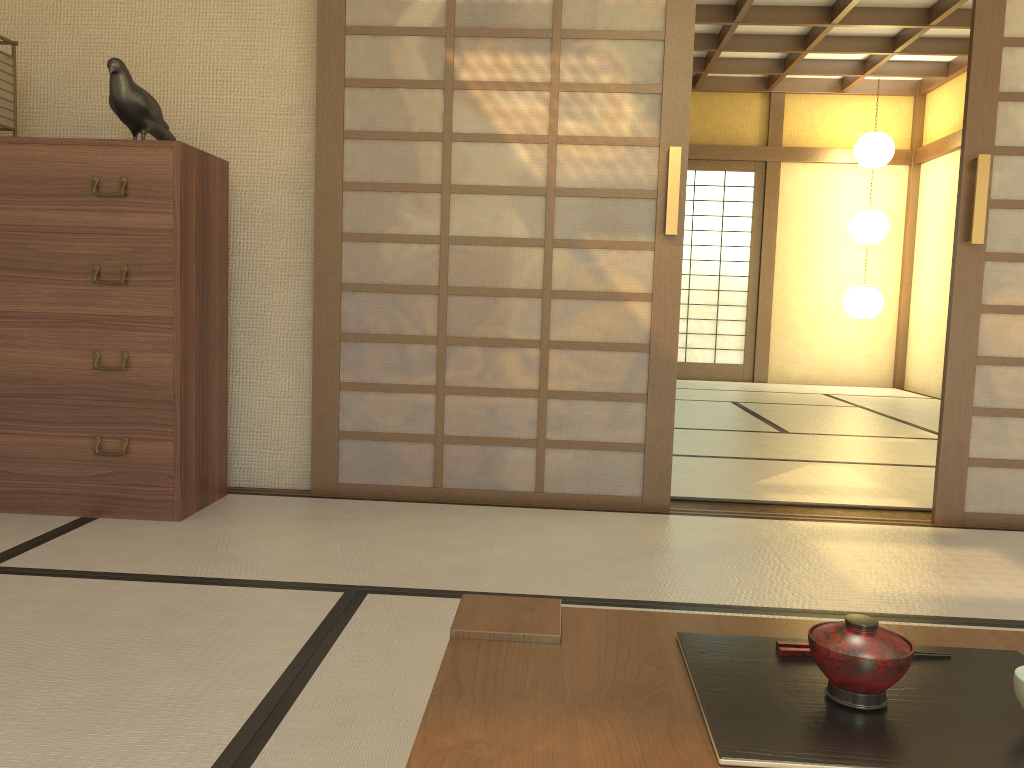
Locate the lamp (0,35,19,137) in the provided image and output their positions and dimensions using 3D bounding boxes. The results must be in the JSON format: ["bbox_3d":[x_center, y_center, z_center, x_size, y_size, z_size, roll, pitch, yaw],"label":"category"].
[{"bbox_3d":[-1.818,-0.994,2.944,0.240,0.400,0.240,2,5,3],"label":"lamp"}]

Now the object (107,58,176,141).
[{"bbox_3d":[-1.320,-0.924,3.010,0.383,0.282,0.360,1,5,-7],"label":"object"}]

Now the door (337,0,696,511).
[{"bbox_3d":[-0.001,-0.690,3.178,1.230,2.265,0.076,2,5,3],"label":"door"}]

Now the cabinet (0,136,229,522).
[{"bbox_3d":[-1.535,-0.185,2.987,1.020,1.200,0.421,2,5,3],"label":"cabinet"}]

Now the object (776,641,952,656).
[{"bbox_3d":[0.406,0.305,1.023,0.200,0.008,0.008,2,5,1],"label":"object"}]

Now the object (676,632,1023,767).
[{"bbox_3d":[0.388,0.323,0.908,0.400,0.007,0.300,2,5,3],"label":"object"}]

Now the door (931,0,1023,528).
[{"bbox_3d":[2.159,-0.604,3.057,1.230,2.265,0.076,2,5,3],"label":"door"}]

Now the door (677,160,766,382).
[{"bbox_3d":[1.072,-1.182,9.112,2.890,2.230,0.140,2,5,3],"label":"door"}]

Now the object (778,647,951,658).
[{"bbox_3d":[0.403,0.306,1.010,0.200,0.008,0.008,2,5,-3],"label":"object"}]

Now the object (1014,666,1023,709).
[{"bbox_3d":[0.514,0.304,0.836,0.073,0.052,0.074,-3,7,-43],"label":"object"}]

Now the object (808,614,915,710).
[{"bbox_3d":[0.350,0.276,0.894,0.100,0.080,0.100,2,5,3],"label":"object"}]

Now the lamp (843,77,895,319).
[{"bbox_3d":[3.385,-1.766,8.368,0.363,2.297,0.363,3,6,15],"label":"lamp"}]

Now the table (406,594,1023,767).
[{"bbox_3d":[0.398,0.516,0.661,1.000,0.350,1.000,2,5,3],"label":"table"}]
